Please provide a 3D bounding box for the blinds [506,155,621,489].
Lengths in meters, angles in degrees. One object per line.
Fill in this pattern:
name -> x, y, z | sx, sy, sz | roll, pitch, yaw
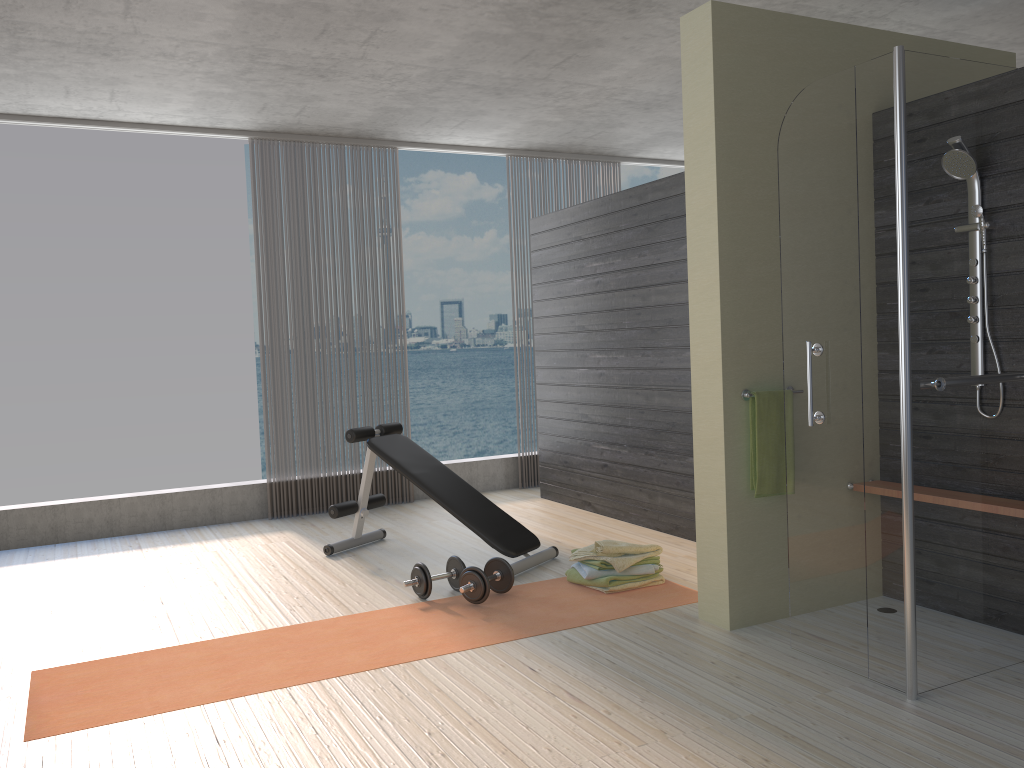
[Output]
blinds -> 0.500, -0.534, 7.517 | 1.133, 2.744, 0.069 | -4, 3, -27

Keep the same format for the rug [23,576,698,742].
rug -> -0.467, 1.048, 3.749 | 2.779, 0.002, 0.716 | -4, 3, -27

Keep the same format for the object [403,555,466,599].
object -> -0.352, 0.935, 4.293 | 0.385, 0.176, 0.176 | -4, 3, -35

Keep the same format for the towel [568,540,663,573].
towel -> 0.510, 0.818, 4.395 | 0.384, 0.123, 0.373 | -5, 4, -43

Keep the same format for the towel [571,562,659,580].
towel -> 0.507, 0.908, 4.406 | 0.383, 0.078, 0.383 | -3, 3, -10

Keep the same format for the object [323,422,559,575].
object -> -0.438, 0.613, 5.045 | 1.312, 0.746, 0.505 | -1, 3, 33

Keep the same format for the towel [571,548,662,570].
towel -> 0.523, 0.870, 4.423 | 0.376, 0.085, 0.371 | -3, 3, -22

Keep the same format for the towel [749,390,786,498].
towel -> 1.068, 0.241, 3.616 | 0.214, 0.433, 0.070 | -4, 3, -31

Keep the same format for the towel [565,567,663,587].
towel -> 0.502, 0.935, 4.383 | 0.380, 0.081, 0.367 | -4, 3, -29

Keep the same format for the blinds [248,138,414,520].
blinds -> -1.316, -0.420, 6.607 | 1.133, 2.744, 0.069 | -4, 3, -27

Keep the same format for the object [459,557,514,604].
object -> -0.118, 0.921, 4.165 | 0.176, 0.176, 0.385 | -1, 3, 35

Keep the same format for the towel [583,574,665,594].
towel -> 0.524, 0.957, 4.386 | 0.376, 0.044, 0.371 | -4, 3, -28

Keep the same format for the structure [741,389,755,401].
structure -> 1.069, 0.039, 3.636 | 0.298, 0.046, 0.052 | -4, 3, -27
